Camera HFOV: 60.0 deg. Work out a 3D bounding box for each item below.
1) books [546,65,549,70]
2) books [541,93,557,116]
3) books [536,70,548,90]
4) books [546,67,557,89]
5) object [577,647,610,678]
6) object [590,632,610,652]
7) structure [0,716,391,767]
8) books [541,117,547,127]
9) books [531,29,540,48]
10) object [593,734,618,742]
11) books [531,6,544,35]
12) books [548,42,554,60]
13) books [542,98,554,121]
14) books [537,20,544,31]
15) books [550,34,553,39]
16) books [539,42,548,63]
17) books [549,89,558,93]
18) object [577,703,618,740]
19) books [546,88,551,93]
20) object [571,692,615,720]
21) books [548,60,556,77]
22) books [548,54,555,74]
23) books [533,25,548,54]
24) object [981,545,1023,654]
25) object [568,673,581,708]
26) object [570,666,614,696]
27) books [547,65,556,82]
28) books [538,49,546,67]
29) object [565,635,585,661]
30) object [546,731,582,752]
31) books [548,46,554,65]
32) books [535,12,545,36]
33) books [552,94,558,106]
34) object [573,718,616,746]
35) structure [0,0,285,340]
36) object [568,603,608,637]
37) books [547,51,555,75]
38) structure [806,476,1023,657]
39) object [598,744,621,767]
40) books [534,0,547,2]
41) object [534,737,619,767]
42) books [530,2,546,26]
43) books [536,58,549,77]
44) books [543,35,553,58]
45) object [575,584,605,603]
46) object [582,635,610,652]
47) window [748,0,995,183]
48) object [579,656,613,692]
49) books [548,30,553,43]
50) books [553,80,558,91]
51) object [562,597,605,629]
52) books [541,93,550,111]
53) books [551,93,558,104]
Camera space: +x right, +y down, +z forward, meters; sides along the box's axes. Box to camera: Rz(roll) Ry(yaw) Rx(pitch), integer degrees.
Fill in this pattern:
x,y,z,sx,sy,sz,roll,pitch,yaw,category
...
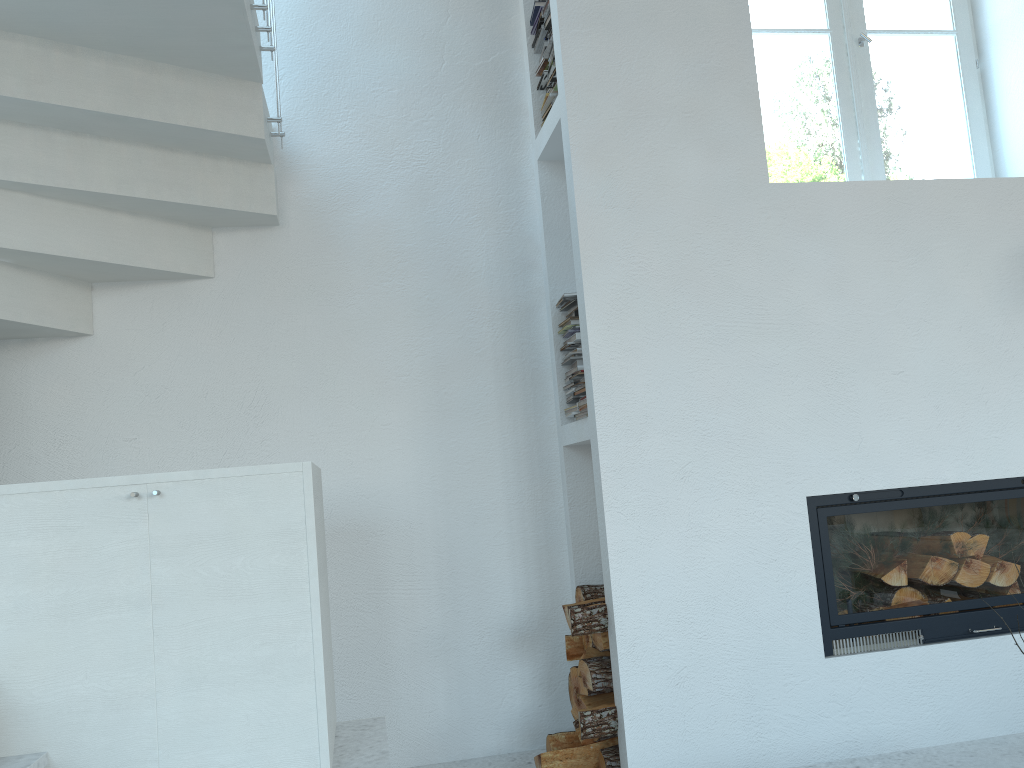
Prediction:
x,y,z,sx,sy,sz,roll,pitch,yaw,category
0.248,-1.144,3.215,0.249,0.006,0.189,-3,-7,-13,books
0.258,-1.010,3.201,0.282,0.010,0.169,-4,-7,-10,books
0.248,-1.104,3.218,0.297,0.007,0.147,-4,-6,-9,books
0.254,-1.041,3.009,0.249,0.013,0.151,-3,-7,-12,books
0.399,0.959,2.937,0.405,0.225,0.068,-3,-6,-18,object
0.475,0.791,2.878,0.434,0.103,0.141,-3,-6,-14,object
-1.736,0.908,1.351,3.112,0.658,2.903,-4,-6,-10,structure
0.261,-0.953,3.202,0.290,0.007,0.130,-3,-7,-15,books
0.230,-1.270,3.265,0.300,0.007,0.127,-4,-7,-10,books
0.431,1.057,2.844,0.394,0.107,0.149,-3,-7,-20,object
0.232,-1.326,3.238,0.298,0.006,0.193,-4,-7,-10,books
0.247,-1.133,3.012,0.236,0.009,0.129,-4,-6,-5,books
0.261,-0.986,3.189,0.274,0.014,0.174,-3,-7,-13,books
0.234,-1.287,3.238,0.289,0.006,0.164,-4,-6,-6,books
0.247,-1.150,3.006,0.254,0.006,0.128,-4,-6,-9,books
0.240,-1.206,3.235,0.267,0.017,0.156,-4,-6,-6,books
0.256,-1.032,3.200,0.264,0.019,0.170,-4,-7,-11,books
0.410,1.023,2.748,0.442,0.094,0.096,-3,-6,-13,object
0.250,-1.080,3.215,0.223,0.011,0.135,-3,-7,-15,books
0.427,1.061,2.979,0.440,0.109,0.169,-2,-7,-22,object
0.252,-1.076,3.008,0.234,0.016,0.147,-4,-6,-9,books
0.252,-1.087,3.004,0.241,0.007,0.133,-4,-6,-8,books
0.238,-1.256,3.230,0.294,0.013,0.184,-4,-6,-8,books
1.065,0.536,1.496,0.436,0.521,0.309,-7,-6,20,object
0.419,1.032,3.032,0.439,0.148,0.129,-4,-6,-11,object
0.397,0.983,2.999,0.397,0.109,0.132,-2,-7,-25,object
0.254,-1.051,3.007,0.257,0.006,0.136,-4,-6,-6,books
0.238,-1.187,3.251,0.265,0.016,0.138,-4,-6,-10,books
0.371,0.891,3.063,0.406,0.086,0.088,-3,-6,-12,object
0.341,1.200,2.998,0.446,0.097,0.117,-3,-6,-14,object
0.249,-1.121,3.008,0.232,0.017,0.135,-4,-6,-8,books
0.233,-1.311,3.235,0.281,0.014,0.170,-4,-6,-5,books
0.262,-0.973,3.004,0.225,0.011,0.142,-3,-7,-13,books
0.399,1.041,2.829,0.445,0.207,0.085,-3,-6,-15,object
-1.527,-0.777,1.721,1.954,3.378,2.617,-4,-6,-10,structure
0.384,0.722,2.783,0.442,0.094,0.096,-3,-6,-13,object
0.248,-1.095,3.023,0.237,0.014,0.158,-4,-6,-5,books
1.469,0.648,3.206,1.210,0.583,0.736,-3,-6,-14,structure
0.467,1.175,2.828,0.408,0.097,0.138,-3,-6,-17,object
0.217,-1.375,3.255,0.283,0.008,0.140,-4,-6,-5,books
0.368,1.163,2.866,0.642,0.108,0.134,-2,-7,-22,object
0.217,-1.363,3.258,0.288,0.017,0.136,-4,-6,-6,books
0.242,-1.156,3.243,0.292,0.013,0.127,-3,-7,-14,books
0.247,-1.142,3.011,0.260,0.009,0.140,-4,-7,-11,books
0.396,0.752,3.070,0.332,0.140,0.141,-4,-6,-10,object
0.407,0.856,2.988,0.328,0.152,0.133,-3,-6,-13,object
1.287,-1.261,3.360,1.117,1.225,0.072,-4,-6,-10,window
0.422,0.909,2.849,0.393,0.092,0.129,-3,-6,-15,object
0.242,-1.199,3.019,0.214,0.020,0.141,-4,-6,-8,books
0.256,-1.030,3.000,0.207,0.013,0.140,-4,-7,-11,books
0.384,0.752,2.988,0.417,0.101,0.110,-4,-6,-8,object
0.257,-1.019,3.202,0.290,0.008,0.147,-4,-6,-6,books
0.257,-0.986,3.014,0.208,0.008,0.164,-3,-7,-15,books
